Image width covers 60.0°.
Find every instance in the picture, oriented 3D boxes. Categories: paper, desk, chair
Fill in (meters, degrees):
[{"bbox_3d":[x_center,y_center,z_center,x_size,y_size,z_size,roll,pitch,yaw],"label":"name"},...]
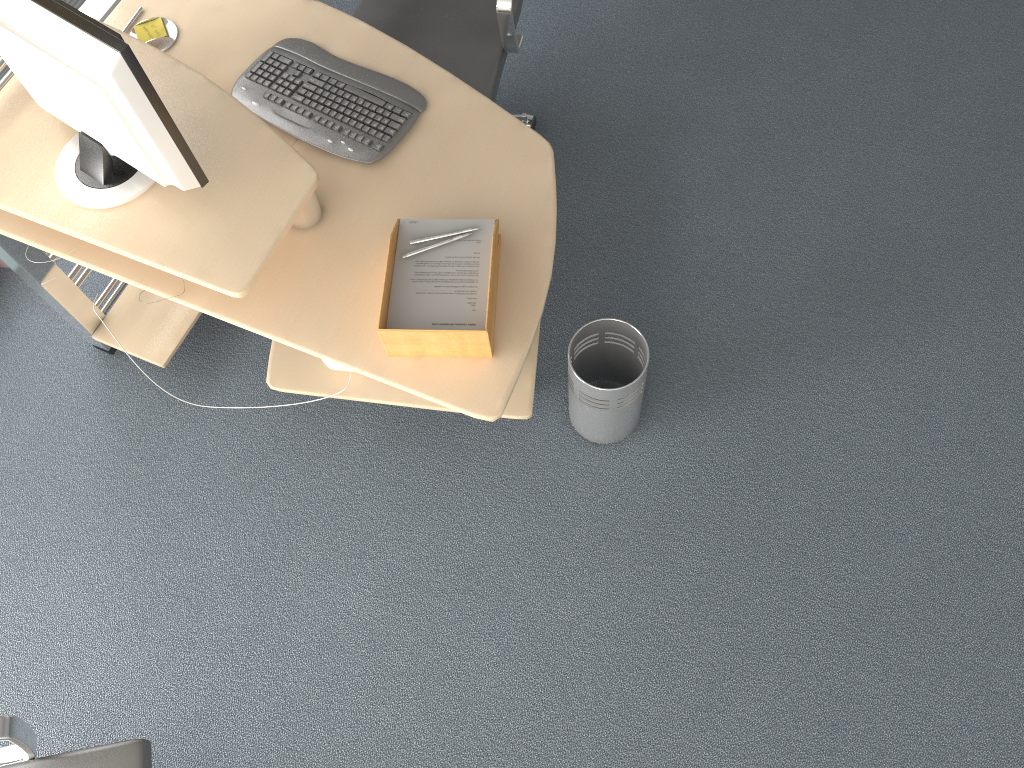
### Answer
[{"bbox_3d":[-0.149,-0.226,1.888,0.210,0.010,0.297,1,65,5],"label":"paper"},{"bbox_3d":[-0.509,-0.595,2.111,1.469,1.566,0.967,21,68,13],"label":"desk"},{"bbox_3d":[-0.239,-1.070,2.603,0.584,1.048,0.652,8,66,8],"label":"chair"},{"bbox_3d":[-1.018,0.990,1.684,0.652,1.048,0.584,-11,64,-1],"label":"chair"}]

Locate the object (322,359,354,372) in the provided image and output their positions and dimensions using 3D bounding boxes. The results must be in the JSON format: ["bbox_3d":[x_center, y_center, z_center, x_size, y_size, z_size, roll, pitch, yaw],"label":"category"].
[{"bbox_3d":[-0.261,-0.191,2.366,0.438,0.162,0.351,6,65,7],"label":"object"}]

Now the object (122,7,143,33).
[{"bbox_3d":[-1.027,-0.948,2.363,0.011,0.011,0.158,18,67,12],"label":"object"}]

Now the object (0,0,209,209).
[{"bbox_3d":[-0.909,-0.584,1.782,0.245,0.418,0.516,-42,69,-15],"label":"object"}]

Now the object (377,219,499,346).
[{"bbox_3d":[-0.151,-0.233,1.872,0.225,0.060,0.309,1,65,5],"label":"object"}]

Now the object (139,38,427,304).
[{"bbox_3d":[-0.600,-0.488,2.134,0.478,0.082,0.814,28,70,16],"label":"object"}]

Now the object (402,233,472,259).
[{"bbox_3d":[-0.161,-0.300,1.914,0.159,0.009,0.008,-20,65,-6],"label":"object"}]

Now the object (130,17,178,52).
[{"bbox_3d":[-0.951,-0.925,2.338,0.132,0.026,0.132,21,68,13],"label":"object"}]

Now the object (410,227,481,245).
[{"bbox_3d":[-0.144,-0.322,1.924,0.159,0.009,0.008,-13,64,-2],"label":"object"}]

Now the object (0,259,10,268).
[{"bbox_3d":[-1.777,-0.518,2.931,0.245,0.202,0.185,4,65,6],"label":"object"}]

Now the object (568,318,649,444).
[{"bbox_3d":[0.259,0.002,2.440,0.208,0.377,0.208,-22,65,-6],"label":"object"}]

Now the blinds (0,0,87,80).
[{"bbox_3d":[-2.013,-1.434,1.849,0.022,2.770,1.950,21,68,13],"label":"blinds"}]

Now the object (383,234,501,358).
[{"bbox_3d":[-0.147,-0.209,1.923,0.225,0.060,0.309,1,65,5],"label":"object"}]
